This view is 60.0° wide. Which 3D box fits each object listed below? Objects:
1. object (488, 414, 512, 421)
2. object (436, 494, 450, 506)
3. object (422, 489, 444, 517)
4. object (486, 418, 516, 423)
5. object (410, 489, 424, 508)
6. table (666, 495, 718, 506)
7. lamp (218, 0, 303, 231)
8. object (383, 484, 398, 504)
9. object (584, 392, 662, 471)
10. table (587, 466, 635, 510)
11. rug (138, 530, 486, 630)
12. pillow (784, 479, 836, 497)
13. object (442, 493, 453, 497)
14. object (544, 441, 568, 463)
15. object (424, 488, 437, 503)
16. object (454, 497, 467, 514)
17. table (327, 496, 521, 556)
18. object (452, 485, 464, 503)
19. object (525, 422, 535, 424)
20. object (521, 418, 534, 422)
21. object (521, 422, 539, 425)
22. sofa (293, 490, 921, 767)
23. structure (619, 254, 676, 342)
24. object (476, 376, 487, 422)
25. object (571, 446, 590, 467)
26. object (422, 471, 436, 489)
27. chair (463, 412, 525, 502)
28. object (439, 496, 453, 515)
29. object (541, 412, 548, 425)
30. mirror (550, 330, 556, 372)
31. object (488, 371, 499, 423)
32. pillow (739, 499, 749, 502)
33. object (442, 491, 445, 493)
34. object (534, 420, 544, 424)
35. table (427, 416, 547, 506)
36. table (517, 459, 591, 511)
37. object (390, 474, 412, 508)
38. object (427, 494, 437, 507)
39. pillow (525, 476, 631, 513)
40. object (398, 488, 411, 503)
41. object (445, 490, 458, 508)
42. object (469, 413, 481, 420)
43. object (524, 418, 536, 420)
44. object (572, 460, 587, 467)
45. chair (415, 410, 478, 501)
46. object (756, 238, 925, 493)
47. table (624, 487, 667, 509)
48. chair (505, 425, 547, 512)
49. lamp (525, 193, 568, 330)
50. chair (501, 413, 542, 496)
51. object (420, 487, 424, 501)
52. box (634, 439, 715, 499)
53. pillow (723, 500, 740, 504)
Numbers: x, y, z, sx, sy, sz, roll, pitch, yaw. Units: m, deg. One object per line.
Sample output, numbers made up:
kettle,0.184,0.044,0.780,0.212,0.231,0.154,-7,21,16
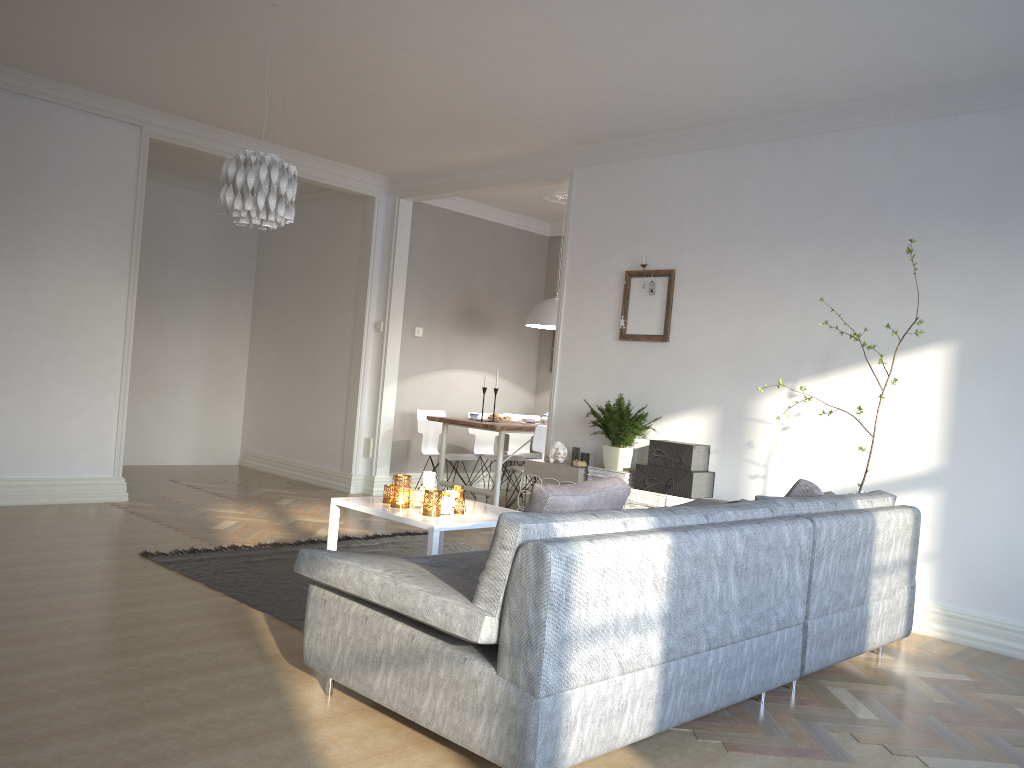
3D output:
object,-0.113,0.292,7.775,0.197,0.063,0.188,5,0,14
object,-0.303,0.523,3.878,0.060,0.073,0.060,5,1,-21
object,-0.337,0.504,3.761,0.080,0.104,0.080,6,1,34
object,-0.093,0.320,7.769,0.287,0.019,0.287,5,0,32
object,-0.425,0.512,3.961,0.060,0.073,0.060,5,1,33
table,1.099,0.936,5.340,0.327,0.499,0.247,6,1,44
lamp,-1.175,-1.281,4.219,0.355,1.065,0.354,5,1,-3
object,-0.552,0.498,4.007,0.060,0.079,0.060,6,1,34
object,0.682,0.315,5.741,0.437,0.527,0.368,6,1,44
table,0.659,0.848,5.773,0.321,0.596,0.247,6,1,44
rug,-0.567,1.031,4.740,2.110,0.055,2.016,5,0,44
pillow,1.270,0.611,3.950,0.324,0.403,0.430,5,1,32
object,-0.296,0.524,3.943,0.060,0.073,0.060,5,1,-21
object,0.302,0.465,6.079,0.137,0.150,0.311,5,0,-16
object,-0.374,0.516,4.054,0.060,0.073,0.060,5,1,24
object,-0.226,0.533,3.872,0.054,0.068,0.047,5,1,4
table,-0.349,0.809,3.996,0.714,0.504,0.675,5,0,44
object,-0.261,0.524,4.215,0.060,0.079,0.060,6,1,38
object,0.151,0.341,7.700,0.100,0.025,0.066,5,0,21
object,0.140,0.331,7.891,0.129,0.038,0.129,5,0,44
object,0.154,0.345,7.711,0.180,0.014,0.180,5,0,9
sofa,0.401,0.769,3.666,1.553,0.772,2.633,5,0,44
structure,0.886,-0.570,5.839,0.398,0.575,0.053,6,1,42
object,-0.238,0.118,7.477,0.095,0.396,0.095,6,1,40
object,0.465,0.487,6.004,0.123,0.134,0.062,5,1,-5
object,-0.383,0.442,4.084,0.060,0.073,0.060,5,1,-30
chair,-0.163,0.680,8.324,0.432,0.786,0.478,5,1,-36
object,-0.286,0.524,3.813,0.060,0.073,0.060,5,1,6
object,0.319,0.307,7.945,0.124,0.119,0.143,5,1,-41
mirror,0.604,-0.392,9.077,0.473,0.558,0.052,6,1,44
object,-0.140,0.101,7.530,0.095,0.449,0.095,6,1,40
pillow,0.952,0.612,3.705,0.415,0.311,0.336,5,1,-41
object,-0.318,0.529,4.109,0.052,0.058,0.050,5,1,14
object,0.342,0.359,8.190,0.287,0.019,0.287,5,0,17
table,0.233,0.735,7.993,0.852,0.750,1.987,6,0,44
table,0.325,0.830,6.048,0.299,0.575,0.553,4,1,-45
object,-0.491,0.473,3.913,0.090,0.140,0.087,5,1,15
object,-0.351,0.519,3.979,0.060,0.073,0.060,5,1,0
pillow,0.157,0.478,2.802,0.242,0.390,0.426,6,1,45
object,-0.485,0.507,3.986,0.060,0.073,0.060,5,1,33
object,-0.277,0.525,4.043,0.060,0.073,0.060,5,1,-21
object,-0.326,0.281,7.674,0.116,0.056,0.137,5,0,-15
object,0.154,0.332,8.059,0.129,0.038,0.129,5,0,-41
object,0.450,0.530,5.902,0.099,0.046,0.104,5,0,0
chair,-0.593,0.642,7.904,0.478,0.786,0.432,6,1,34
object,1.642,0.080,4.496,0.776,1.675,0.340,5,1,4
table,0.875,0.916,5.559,0.327,0.499,0.247,6,1,44
chair,0.239,0.717,7.157,0.432,0.786,0.478,5,1,-26
lamp,0.437,-1.092,7.960,0.530,1.182,0.529,4,1,-38
chair,0.118,0.705,8.842,0.432,0.786,0.479,5,1,-15
object,-0.402,0.514,4.115,0.060,0.073,0.060,5,1,24
box,0.992,0.517,5.471,0.419,0.316,0.298,5,1,44
pillow,1.076,0.641,4.260,0.402,0.248,0.421,5,0,-25
